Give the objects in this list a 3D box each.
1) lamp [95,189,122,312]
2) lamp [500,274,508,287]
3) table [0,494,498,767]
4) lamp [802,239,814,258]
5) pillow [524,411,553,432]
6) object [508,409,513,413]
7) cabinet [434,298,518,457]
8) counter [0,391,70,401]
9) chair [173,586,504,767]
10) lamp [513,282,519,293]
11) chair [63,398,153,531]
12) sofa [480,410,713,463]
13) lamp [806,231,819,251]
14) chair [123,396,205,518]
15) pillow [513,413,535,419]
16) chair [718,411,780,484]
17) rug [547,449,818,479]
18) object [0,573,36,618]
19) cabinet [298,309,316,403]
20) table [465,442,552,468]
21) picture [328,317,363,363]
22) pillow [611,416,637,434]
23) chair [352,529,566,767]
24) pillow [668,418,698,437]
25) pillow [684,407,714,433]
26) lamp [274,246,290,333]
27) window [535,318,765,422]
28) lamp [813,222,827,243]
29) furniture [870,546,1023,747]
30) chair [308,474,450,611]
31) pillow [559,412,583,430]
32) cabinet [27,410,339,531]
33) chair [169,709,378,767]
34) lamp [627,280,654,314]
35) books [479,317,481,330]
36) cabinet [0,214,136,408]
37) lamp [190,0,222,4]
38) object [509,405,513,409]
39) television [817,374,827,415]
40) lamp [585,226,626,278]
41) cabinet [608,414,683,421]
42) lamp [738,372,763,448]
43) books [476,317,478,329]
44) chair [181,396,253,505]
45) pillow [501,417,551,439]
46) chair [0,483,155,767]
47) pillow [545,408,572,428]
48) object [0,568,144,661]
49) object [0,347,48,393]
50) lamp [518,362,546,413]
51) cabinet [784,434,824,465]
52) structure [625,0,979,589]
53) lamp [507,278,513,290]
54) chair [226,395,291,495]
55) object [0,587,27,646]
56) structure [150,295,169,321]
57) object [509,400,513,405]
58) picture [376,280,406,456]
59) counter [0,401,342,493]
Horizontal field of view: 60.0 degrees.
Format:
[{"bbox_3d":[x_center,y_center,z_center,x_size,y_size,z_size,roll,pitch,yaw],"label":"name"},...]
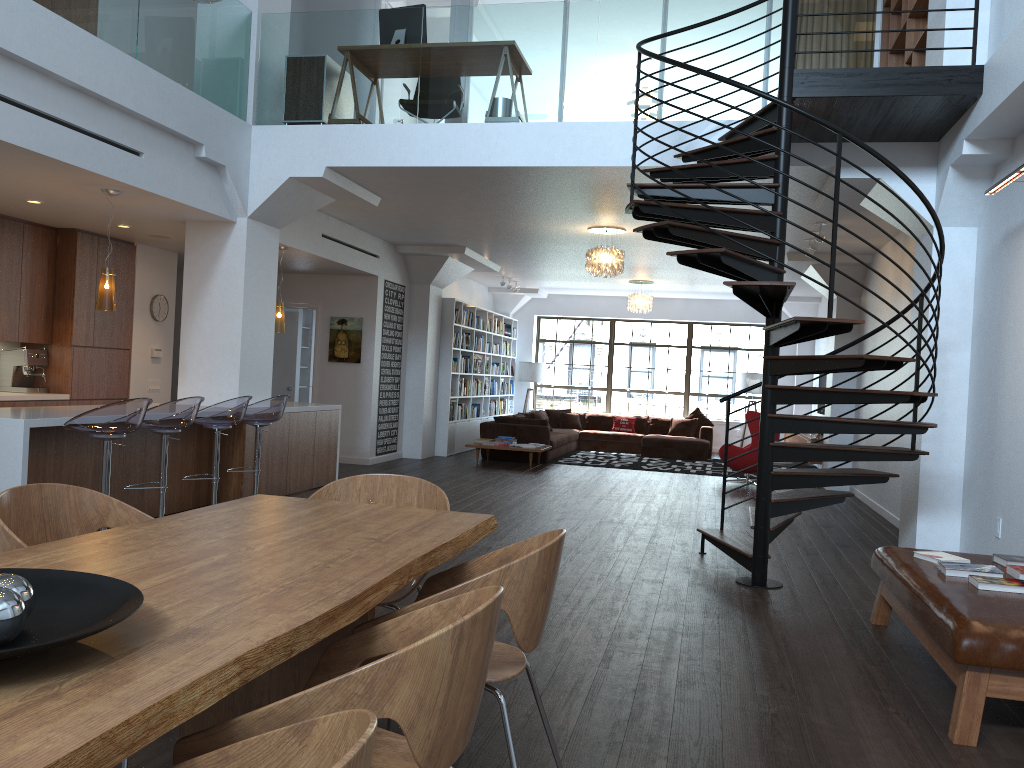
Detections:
[{"bbox_3d":[-1.948,-1.404,7.492,2.842,1.807,0.149,3,1,-38],"label":"lamp"},{"bbox_3d":[-0.149,-1.759,15.087,0.120,0.211,0.111,3,1,-43],"label":"lamp"},{"bbox_3d":[-0.981,0.825,1.536,1.012,0.750,3.803,3,0,13],"label":"table"},{"bbox_3d":[3.360,-1.533,10.020,0.120,0.211,0.111,3,1,-43],"label":"lamp"},{"bbox_3d":[0.448,0.670,15.304,0.325,0.391,0.625,3,1,29],"label":"pillow"},{"bbox_3d":[-0.177,0.537,17.681,0.331,0.088,0.410,3,0,13],"label":"object"},{"bbox_3d":[-0.659,-0.103,15.724,0.461,2.414,4.500,3,0,13],"label":"cabinet"},{"bbox_3d":[-5.138,0.104,6.675,0.600,0.050,4.387,3,0,13],"label":"counter"},{"bbox_3d":[-0.333,0.816,1.800,0.618,0.833,0.629,3,0,14],"label":"chair"},{"bbox_3d":[0.077,-1.755,16.086,0.120,0.211,0.111,3,0,-13],"label":"lamp"},{"bbox_3d":[-2.521,0.577,5.502,0.481,1.014,0.530,3,0,15],"label":"chair"},{"bbox_3d":[1.641,0.899,15.093,3.481,0.664,4.197,3,0,13],"label":"sofa"},{"bbox_3d":[3.249,-1.535,9.527,0.120,0.211,0.111,3,1,-28],"label":"lamp"},{"bbox_3d":[-2.409,0.578,6.125,0.481,1.014,0.530,3,0,11],"label":"chair"},{"bbox_3d":[0.240,0.649,13.887,0.269,0.411,0.559,3,1,-31],"label":"pillow"},{"bbox_3d":[3.249,0.838,12.137,0.801,1.006,0.798,3,1,38],"label":"chair"},{"bbox_3d":[2.832,1.298,14.301,4.200,0.007,3.100,3,0,14],"label":"rug"},{"bbox_3d":[-0.914,0.392,1.596,0.100,0.100,0.100,3,1,-32],"label":"object"},{"bbox_3d":[-3.582,-0.530,13.602,0.527,2.991,2.630,3,0,13],"label":"cabinet"},{"bbox_3d":[-0.044,1.025,12.872,1.100,0.271,0.853,3,0,13],"label":"table"},{"bbox_3d":[-2.211,-0.585,11.776,0.450,0.600,0.030,3,0,13],"label":"picture"},{"bbox_3d":[2.102,0.766,16.636,0.465,0.308,0.220,3,0,9],"label":"pillow"},{"bbox_3d":[-0.159,0.818,2.547,0.617,0.830,0.629,3,0,13],"label":"chair"},{"bbox_3d":[3.132,0.788,16.281,0.542,0.362,0.248,3,1,34],"label":"pillow"},{"bbox_3d":[3.373,0.717,16.396,0.651,0.587,0.335,3,0,-8],"label":"pillow"},{"bbox_3d":[-2.435,-0.990,9.323,0.149,0.900,0.149,3,1,-32],"label":"lamp"},{"bbox_3d":[2.773,-0.308,17.965,4.648,1.905,0.114,3,0,13],"label":"window"},{"bbox_3d":[3.134,-1.537,9.021,0.120,0.211,0.111,3,0,-13],"label":"lamp"},{"bbox_3d":[2.259,1.125,4.035,0.907,0.453,1.819,3,0,13],"label":"furniture"},{"bbox_3d":[-0.558,0.791,3.414,0.629,0.833,0.618,3,0,8],"label":"chair"},{"bbox_3d":[1.087,0.696,16.720,0.489,0.337,0.238,3,0,-18],"label":"pillow"},{"bbox_3d":[-2.831,0.647,7.567,0.898,0.796,4.493,3,0,13],"label":"cabinet"},{"bbox_3d":[-0.482,0.814,1.050,0.618,0.833,0.629,3,0,13],"label":"chair"},{"bbox_3d":[2.172,-1.464,15.004,0.442,0.539,0.441,3,1,-35],"label":"lamp"},{"bbox_3d":[-0.617,-1.038,15.169,0.158,0.226,0.052,3,0,13],"label":"books"},{"bbox_3d":[-5.016,-0.309,7.117,0.598,2.499,5.299,3,0,13],"label":"cabinet"},{"bbox_3d":[-0.765,-2.020,1.823,0.849,2.140,1.787,3,0,12],"label":"lamp"},{"bbox_3d":[-0.173,0.449,17.680,0.331,0.088,0.410,3,0,13],"label":"object"},{"bbox_3d":[5.050,0.087,14.372,0.013,0.816,1.324,3,0,12],"label":"television"},{"bbox_3d":[1.060,-1.484,10.067,0.442,0.539,0.441,3,1,-35],"label":"lamp"},{"bbox_3d":[2.588,0.951,17.443,1.520,0.625,0.350,3,0,13],"label":"cabinet"},{"bbox_3d":[4.548,0.582,16.829,0.545,1.579,0.545,3,0,24],"label":"lamp"},{"bbox_3d":[-0.652,-1.026,14.956,0.146,0.202,0.027,3,0,13],"label":"books"},{"bbox_3d":[-2.253,0.582,6.743,0.481,1.014,0.530,3,0,11],"label":"chair"},{"bbox_3d":[0.216,0.691,13.619,0.750,0.364,0.289,3,0,12],"label":"pillow"},{"bbox_3d":[-1.311,0.756,2.814,0.618,0.833,0.629,3,0,11],"label":"chair"},{"bbox_3d":[0.923,0.668,16.856,0.580,0.418,0.334,3,0,-14],"label":"pillow"},{"bbox_3d":[-0.960,0.417,1.537,0.592,0.066,0.592,3,1,-30],"label":"object"},{"bbox_3d":[-4.721,-0.135,8.680,0.439,0.455,0.284,3,0,13],"label":"object"},{"bbox_3d":[0.370,0.352,17.878,0.545,1.579,0.545,3,0,2],"label":"lamp"},{"bbox_3d":[4.864,0.956,14.476,0.459,0.350,4.501,3,0,13],"label":"cabinet"},{"bbox_3d":[1.732,-0.868,5.791,1.998,4.352,1.998,3,1,-27],"label":"structure"},{"bbox_3d":[-0.038,-1.757,15.581,0.120,0.211,0.111,3,1,-28],"label":"lamp"},{"bbox_3d":[-2.114,0.584,7.358,0.481,1.014,0.530,3,0,15],"label":"chair"},{"bbox_3d":[-0.877,0.394,1.501,0.100,0.100,0.100,3,1,-32],"label":"object"},{"bbox_3d":[-3.993,-0.860,10.043,0.040,0.300,0.300,3,0,13],"label":"structure"},{"bbox_3d":[-0.175,0.361,17.681,0.316,0.088,0.410,3,0,13],"label":"object"},{"bbox_3d":[-1.677,-0.215,12.320,0.021,2.380,0.800,3,0,13],"label":"picture"},{"bbox_3d":[-2.296,0.667,5.781,3.039,0.860,8.182,3,0,-17],"label":"counter"}]
